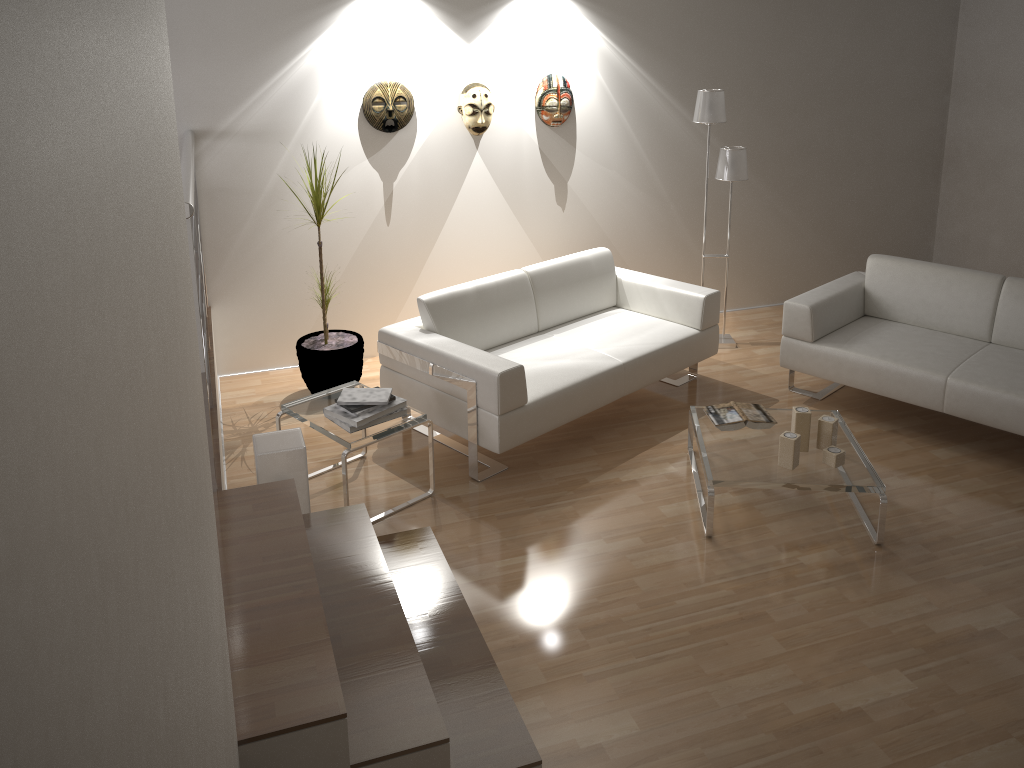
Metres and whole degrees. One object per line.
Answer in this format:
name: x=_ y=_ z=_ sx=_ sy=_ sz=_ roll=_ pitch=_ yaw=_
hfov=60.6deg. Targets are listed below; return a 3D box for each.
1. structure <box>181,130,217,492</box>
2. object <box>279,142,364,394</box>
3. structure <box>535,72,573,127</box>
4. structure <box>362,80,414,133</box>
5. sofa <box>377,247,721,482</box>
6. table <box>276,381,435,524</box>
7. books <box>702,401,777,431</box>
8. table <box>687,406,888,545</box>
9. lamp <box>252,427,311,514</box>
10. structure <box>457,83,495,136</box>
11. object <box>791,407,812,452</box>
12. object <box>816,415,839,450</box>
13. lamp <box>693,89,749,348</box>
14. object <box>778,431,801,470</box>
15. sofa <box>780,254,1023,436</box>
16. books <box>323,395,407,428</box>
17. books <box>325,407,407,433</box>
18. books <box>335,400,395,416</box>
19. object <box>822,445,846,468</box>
structure: x=-1.442 y=-0.523 z=4.019 sx=0.057 sy=1.005 sz=2.419 roll=-5 pitch=21 yaw=-18
object: x=-1.062 y=-0.610 z=4.843 sx=0.441 sy=1.415 sz=0.522 roll=-2 pitch=15 yaw=-6
structure: x=0.284 y=-1.822 z=5.618 sx=0.266 sy=0.340 sz=0.078 roll=-7 pitch=16 yaw=-19
structure: x=-0.736 y=-1.666 z=5.267 sx=0.318 sy=0.303 sz=0.072 roll=-7 pitch=16 yaw=-19
sofa: x=0.260 y=-0.221 z=4.778 sx=0.926 sy=0.709 sz=1.824 roll=18 pitch=27 yaw=42
table: x=-0.706 y=0.300 z=3.942 sx=0.475 sy=0.384 sz=0.563 roll=-18 pitch=26 yaw=-41
books: x=1.058 y=0.147 z=4.081 sx=0.292 sy=0.054 sz=0.213 roll=-2 pitch=22 yaw=-4
table: x=1.180 y=0.375 z=3.907 sx=0.700 sy=0.239 sz=0.831 roll=2 pitch=21 yaw=5
lamp: x=-0.909 y=0.443 z=3.489 sx=0.200 sy=0.462 sz=0.199 roll=-6 pitch=16 yaw=-19
structure: x=-0.206 y=-1.699 z=5.430 sx=0.244 sy=0.316 sz=0.134 roll=-6 pitch=16 yaw=-18
object: x=1.251 y=0.190 z=3.794 sx=0.067 sy=0.189 sz=0.070 roll=1 pitch=15 yaw=6
object: x=1.370 y=0.209 z=3.803 sx=0.068 sy=0.145 sz=0.069 roll=13 pitch=20 yaw=39
lamp: x=1.318 y=-1.046 z=5.624 sx=0.365 sy=1.604 sz=0.217 roll=0 pitch=14 yaw=1
object: x=1.158 y=0.271 z=3.654 sx=0.068 sy=0.145 sz=0.069 roll=13 pitch=20 yaw=39
sofa: x=2.430 y=-0.150 z=4.555 sx=0.926 sy=0.709 sz=1.823 roll=-18 pitch=27 yaw=-41
books: x=-0.639 y=0.100 z=3.823 sx=0.231 sy=0.026 sz=0.295 roll=17 pitch=28 yaw=37
books: x=-0.639 y=0.125 z=3.829 sx=0.293 sy=0.026 sz=0.233 roll=-18 pitch=28 yaw=-37
books: x=-0.639 y=0.080 z=3.818 sx=0.154 sy=0.014 sz=0.222 roll=17 pitch=28 yaw=36
object: x=1.352 y=0.299 z=3.676 sx=0.068 sy=0.071 sz=0.069 roll=-12 pitch=21 yaw=-32
